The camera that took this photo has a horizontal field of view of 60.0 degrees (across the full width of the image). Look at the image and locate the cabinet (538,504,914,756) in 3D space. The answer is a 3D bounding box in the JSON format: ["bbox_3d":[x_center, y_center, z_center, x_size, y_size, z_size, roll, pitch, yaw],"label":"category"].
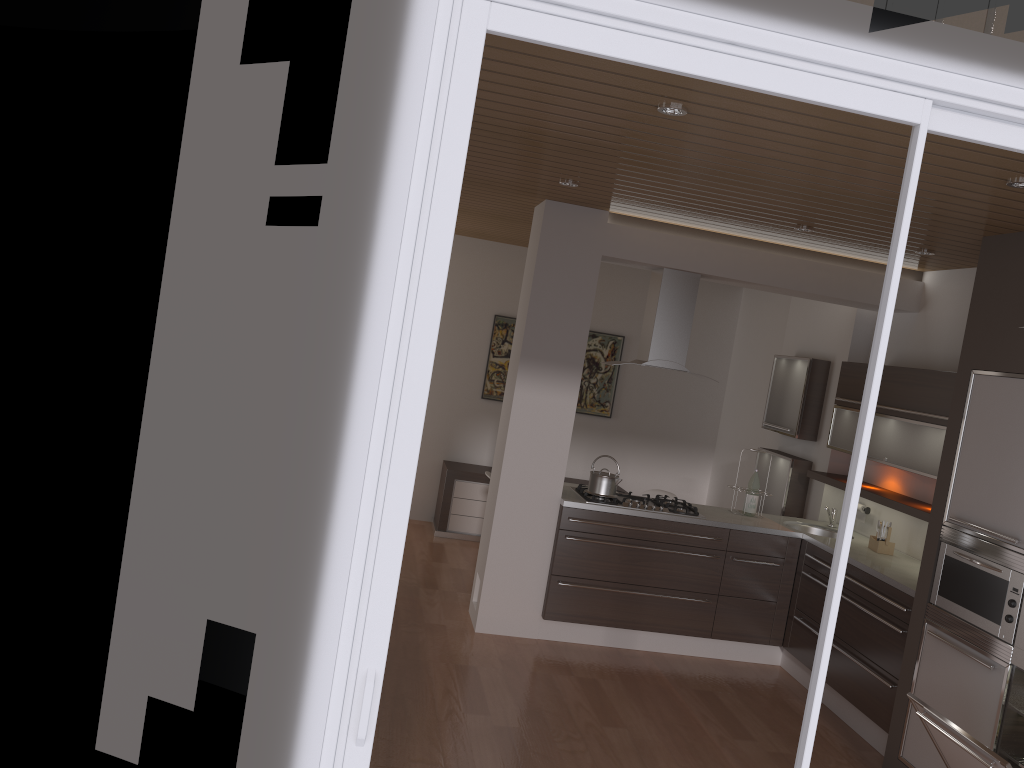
[{"bbox_3d":[1.342,1.370,5.298,2.150,0.870,1.850,9,3,-9],"label":"cabinet"}]

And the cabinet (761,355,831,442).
[{"bbox_3d":[2.096,0.085,6.761,0.172,0.600,0.619,8,3,-23],"label":"cabinet"}]

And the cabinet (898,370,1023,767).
[{"bbox_3d":[2.263,0.968,3.452,1.047,1.948,1.796,9,3,-9],"label":"cabinet"}]

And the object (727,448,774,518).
[{"bbox_3d":[1.646,0.672,6.089,0.291,0.453,0.210,9,3,-4],"label":"object"}]

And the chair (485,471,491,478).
[{"bbox_3d":[0.036,1.107,6.480,0.608,0.847,0.491,9,3,-4],"label":"chair"}]

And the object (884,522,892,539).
[{"bbox_3d":[2.296,0.937,5.440,0.042,0.192,0.040,12,4,39],"label":"object"}]

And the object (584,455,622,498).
[{"bbox_3d":[0.590,0.578,5.649,0.221,0.251,0.221,8,3,-16],"label":"object"}]

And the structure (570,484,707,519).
[{"bbox_3d":[0.817,0.757,5.814,0.797,0.047,0.494,9,3,-9],"label":"structure"}]

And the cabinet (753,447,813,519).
[{"bbox_3d":[2.030,0.832,6.827,0.194,0.600,0.598,9,3,-9],"label":"cabinet"}]

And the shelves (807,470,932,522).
[{"bbox_3d":[2.380,0.725,5.402,0.313,0.050,1.850,9,3,-9],"label":"shelves"}]

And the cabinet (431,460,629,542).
[{"bbox_3d":[0.172,1.159,8.227,1.740,0.608,0.540,9,3,-9],"label":"cabinet"}]

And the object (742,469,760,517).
[{"bbox_3d":[1.639,0.738,6.039,0.091,0.319,0.091,11,3,26],"label":"object"}]

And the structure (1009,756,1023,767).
[{"bbox_3d":[2.390,1.646,3.522,0.479,0.012,0.583,9,3,-9],"label":"structure"}]

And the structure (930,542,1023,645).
[{"bbox_3d":[2.096,0.934,4.028,0.049,0.301,0.569,9,3,-9],"label":"structure"}]

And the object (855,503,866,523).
[{"bbox_3d":[2.335,0.865,6.013,0.053,0.119,0.165,9,3,-9],"label":"object"}]

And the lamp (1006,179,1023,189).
[{"bbox_3d":[1.870,-0.754,3.243,0.102,0.055,0.102,8,3,-26],"label":"lamp"}]

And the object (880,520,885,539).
[{"bbox_3d":[2.278,0.936,5.461,0.018,0.196,0.022,9,3,-7],"label":"object"}]

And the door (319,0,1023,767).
[{"bbox_3d":[0.776,0.512,2.134,2.300,2.700,0.101,9,3,-9],"label":"door"}]

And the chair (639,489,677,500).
[{"bbox_3d":[0.925,1.235,6.812,0.608,0.847,0.491,7,4,-39],"label":"chair"}]

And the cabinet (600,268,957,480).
[{"bbox_3d":[1.676,-0.126,5.288,2.058,1.032,1.399,9,3,-5],"label":"cabinet"}]

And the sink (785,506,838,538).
[{"bbox_3d":[2.044,0.993,5.950,0.450,0.347,0.494,9,3,-3],"label":"sink"}]

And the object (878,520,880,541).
[{"bbox_3d":[2.248,0.929,5.441,0.042,0.192,0.040,12,4,38],"label":"object"}]

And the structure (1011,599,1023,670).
[{"bbox_3d":[2.179,0.909,3.435,0.066,0.583,0.582,9,3,-9],"label":"structure"}]

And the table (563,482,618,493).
[{"bbox_3d":[0.459,1.212,6.651,0.800,0.758,1.100,9,3,-9],"label":"table"}]

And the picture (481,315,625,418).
[{"bbox_3d":[0.396,-0.160,8.440,1.277,0.801,0.018,9,3,-9],"label":"picture"}]

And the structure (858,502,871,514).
[{"bbox_3d":[2.367,0.836,6.001,0.087,0.049,0.237,9,3,-9],"label":"structure"}]

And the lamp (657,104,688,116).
[{"bbox_3d":[0.552,-0.959,3.032,0.102,0.055,0.102,8,3,-26],"label":"lamp"}]

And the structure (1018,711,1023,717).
[{"bbox_3d":[2.422,1.450,3.512,0.479,0.012,0.583,9,3,-9],"label":"structure"}]

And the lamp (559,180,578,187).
[{"bbox_3d":[0.305,-1.086,4.709,0.102,0.055,0.102,8,3,-26],"label":"lamp"}]

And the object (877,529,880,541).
[{"bbox_3d":[2.258,0.942,5.467,0.019,0.178,0.044,7,4,-34],"label":"object"}]

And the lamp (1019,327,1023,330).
[{"bbox_3d":[2.309,-0.186,3.351,0.139,0.033,1.020,9,3,-9],"label":"lamp"}]

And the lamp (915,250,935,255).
[{"bbox_3d":[2.350,-0.768,5.035,0.102,0.055,0.102,10,3,19],"label":"lamp"}]

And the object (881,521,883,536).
[{"bbox_3d":[2.265,0.935,5.442,0.023,0.196,0.018,9,3,-7],"label":"object"}]

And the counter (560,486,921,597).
[{"bbox_3d":[1.415,0.923,5.275,2.150,0.036,1.850,9,3,-9],"label":"counter"}]

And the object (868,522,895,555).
[{"bbox_3d":[2.296,0.952,5.489,0.100,0.170,0.173,9,3,3],"label":"object"}]

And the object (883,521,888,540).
[{"bbox_3d":[2.285,0.938,5.452,0.020,0.196,0.017,10,3,14],"label":"object"}]

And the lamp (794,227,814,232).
[{"bbox_3d":[1.623,-0.881,4.919,0.102,0.055,0.102,7,4,-37],"label":"lamp"}]
